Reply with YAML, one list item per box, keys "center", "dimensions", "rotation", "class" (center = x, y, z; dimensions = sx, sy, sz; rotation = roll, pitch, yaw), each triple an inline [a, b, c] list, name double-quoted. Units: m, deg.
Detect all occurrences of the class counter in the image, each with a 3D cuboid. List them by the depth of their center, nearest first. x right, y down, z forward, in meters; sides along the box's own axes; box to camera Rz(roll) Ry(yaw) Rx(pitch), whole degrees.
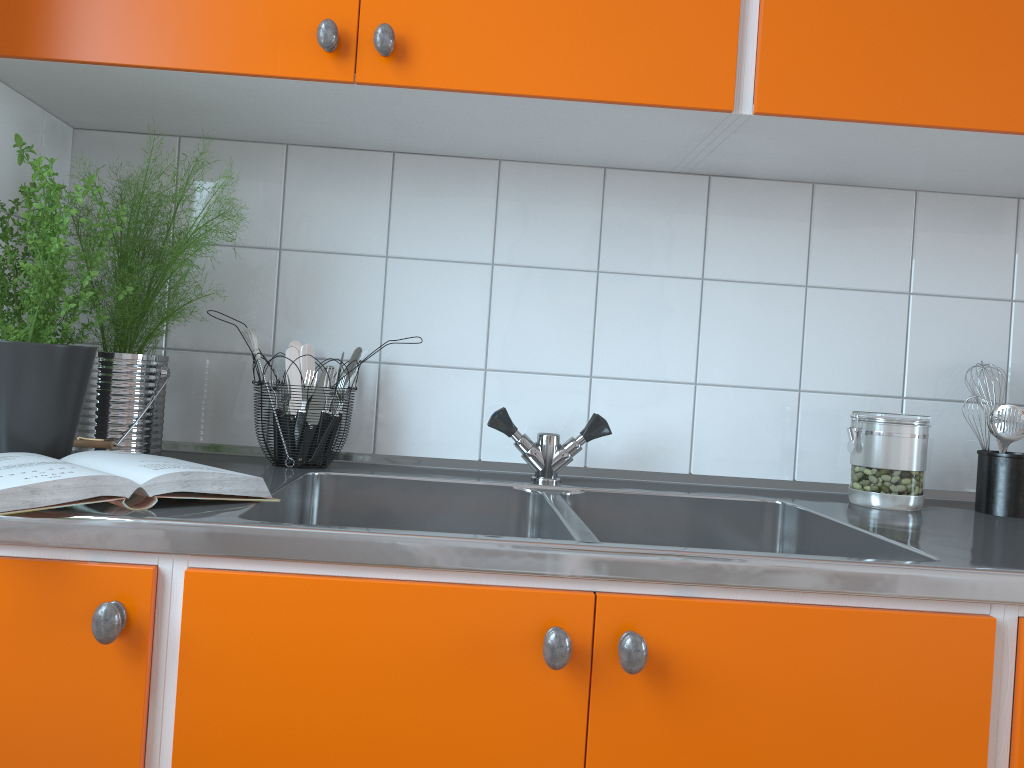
- center: [0.767, 0.253, 1.251]
  dimensions: [3.114, 0.132, 0.679]
  rotation: [4, 0, -2]
  class: "counter"

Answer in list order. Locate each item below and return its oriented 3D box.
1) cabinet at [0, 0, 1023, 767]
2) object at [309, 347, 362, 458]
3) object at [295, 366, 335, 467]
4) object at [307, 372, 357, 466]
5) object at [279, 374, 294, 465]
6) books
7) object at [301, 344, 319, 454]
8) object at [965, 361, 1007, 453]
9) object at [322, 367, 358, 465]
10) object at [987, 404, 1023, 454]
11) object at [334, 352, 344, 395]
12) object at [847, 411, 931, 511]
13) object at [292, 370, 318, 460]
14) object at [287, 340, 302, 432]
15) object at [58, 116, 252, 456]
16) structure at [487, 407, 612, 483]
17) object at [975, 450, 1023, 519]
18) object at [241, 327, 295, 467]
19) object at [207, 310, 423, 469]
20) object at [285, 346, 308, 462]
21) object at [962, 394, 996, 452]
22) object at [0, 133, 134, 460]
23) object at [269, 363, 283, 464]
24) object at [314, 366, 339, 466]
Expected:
- center: [0.793, -0.102, 1.235]
  dimensions: [3.115, 2.348, 0.702]
  rotation: [4, 0, -2]
  class: "cabinet"
- center: [-0.293, 0.035, 1.469]
  dimensions: [0.074, 0.198, 0.024]
  rotation: [4, 0, -24]
  class: "object"
- center: [-0.325, 0.032, 1.469]
  dimensions: [0.075, 0.199, 0.135]
  rotation: [4, 0, -22]
  class: "object"
- center: [-0.290, 0.055, 1.432]
  dimensions: [0.077, 0.158, 0.021]
  rotation: [4, 0, -34]
  class: "object"
- center: [-0.370, 0.056, 1.450]
  dimensions: [0.019, 0.146, 0.110]
  rotation: [4, 0, -22]
  class: "object"
- center: [-0.472, 0.107, 1.004]
  dimensions: [0.235, 0.040, 0.337]
  rotation: [4, 0, 42]
  class: "books"
- center: [-0.338, 0.031, 1.493]
  dimensions: [0.022, 0.198, 0.076]
  rotation: [4, 0, -38]
  class: "object"
- center: [0.818, 0.085, 1.477]
  dimensions: [0.063, 0.251, 0.185]
  rotation: [4, 0, -2]
  class: "object"
- center: [-0.282, 0.052, 1.452]
  dimensions: [0.054, 0.166, 0.021]
  rotation: [4, 0, -26]
  class: "object"
- center: [0.765, 0.120, 1.396]
  dimensions: [0.052, 0.176, 0.087]
  rotation: [4, 0, 6]
  class: "object"
- center: [-0.301, 0.038, 1.487]
  dimensions: [0.018, 0.189, 0.059]
  rotation: [4, 0, 18]
  class: "object"
- center: [0.602, 0.122, 1.420]
  dimensions: [0.119, 0.150, 0.115]
  rotation: [4, 0, 32]
  class: "object"
- center: [-0.347, 0.053, 1.465]
  dimensions: [0.021, 0.153, 0.085]
  rotation: [4, 0, 3]
  class: "object"
- center: [-0.367, 0.027, 1.495]
  dimensions: [0.025, 0.203, 0.055]
  rotation: [4, 0, -20]
  class: "object"
- center: [-0.563, -0.138, 1.358]
  dimensions: [0.325, 0.511, 0.283]
  rotation: [4, 0, -7]
  class: "object"
- center: [0.059, 0.101, 1.448]
  dimensions: [0.201, 0.116, 0.049]
  rotation: [4, 0, -2]
  class: "structure"
- center: [0.795, 0.163, 1.418]
  dimensions: [0.095, 0.105, 0.097]
  rotation: [4, 0, -21]
  class: "object"
- center: [-0.386, 0.021, 1.397]
  dimensions: [0.099, 0.218, 0.018]
  rotation: [4, 0, -2]
  class: "object"
- center: [-0.326, 0.012, 1.444]
  dimensions: [0.326, 0.244, 0.175]
  rotation: [4, 0, -25]
  class: "object"
- center: [-0.359, 0.033, 1.479]
  dimensions: [0.024, 0.192, 0.089]
  rotation: [4, 0, -36]
  class: "object"
- center: [0.758, 0.112, 1.423]
  dimensions: [0.106, 0.190, 0.045]
  rotation: [4, 0, -40]
  class: "object"
- center: [-0.613, -0.097, 1.134]
  dimensions: [0.193, 0.432, 0.154]
  rotation: [4, 0, 21]
  class: "object"
- center: [-0.388, 0.047, 1.461]
  dimensions: [0.020, 0.163, 0.071]
  rotation: [4, 0, -34]
  class: "object"
- center: [-0.307, 0.052, 1.456]
  dimensions: [0.020, 0.163, 0.071]
  rotation: [4, 0, 1]
  class: "object"
